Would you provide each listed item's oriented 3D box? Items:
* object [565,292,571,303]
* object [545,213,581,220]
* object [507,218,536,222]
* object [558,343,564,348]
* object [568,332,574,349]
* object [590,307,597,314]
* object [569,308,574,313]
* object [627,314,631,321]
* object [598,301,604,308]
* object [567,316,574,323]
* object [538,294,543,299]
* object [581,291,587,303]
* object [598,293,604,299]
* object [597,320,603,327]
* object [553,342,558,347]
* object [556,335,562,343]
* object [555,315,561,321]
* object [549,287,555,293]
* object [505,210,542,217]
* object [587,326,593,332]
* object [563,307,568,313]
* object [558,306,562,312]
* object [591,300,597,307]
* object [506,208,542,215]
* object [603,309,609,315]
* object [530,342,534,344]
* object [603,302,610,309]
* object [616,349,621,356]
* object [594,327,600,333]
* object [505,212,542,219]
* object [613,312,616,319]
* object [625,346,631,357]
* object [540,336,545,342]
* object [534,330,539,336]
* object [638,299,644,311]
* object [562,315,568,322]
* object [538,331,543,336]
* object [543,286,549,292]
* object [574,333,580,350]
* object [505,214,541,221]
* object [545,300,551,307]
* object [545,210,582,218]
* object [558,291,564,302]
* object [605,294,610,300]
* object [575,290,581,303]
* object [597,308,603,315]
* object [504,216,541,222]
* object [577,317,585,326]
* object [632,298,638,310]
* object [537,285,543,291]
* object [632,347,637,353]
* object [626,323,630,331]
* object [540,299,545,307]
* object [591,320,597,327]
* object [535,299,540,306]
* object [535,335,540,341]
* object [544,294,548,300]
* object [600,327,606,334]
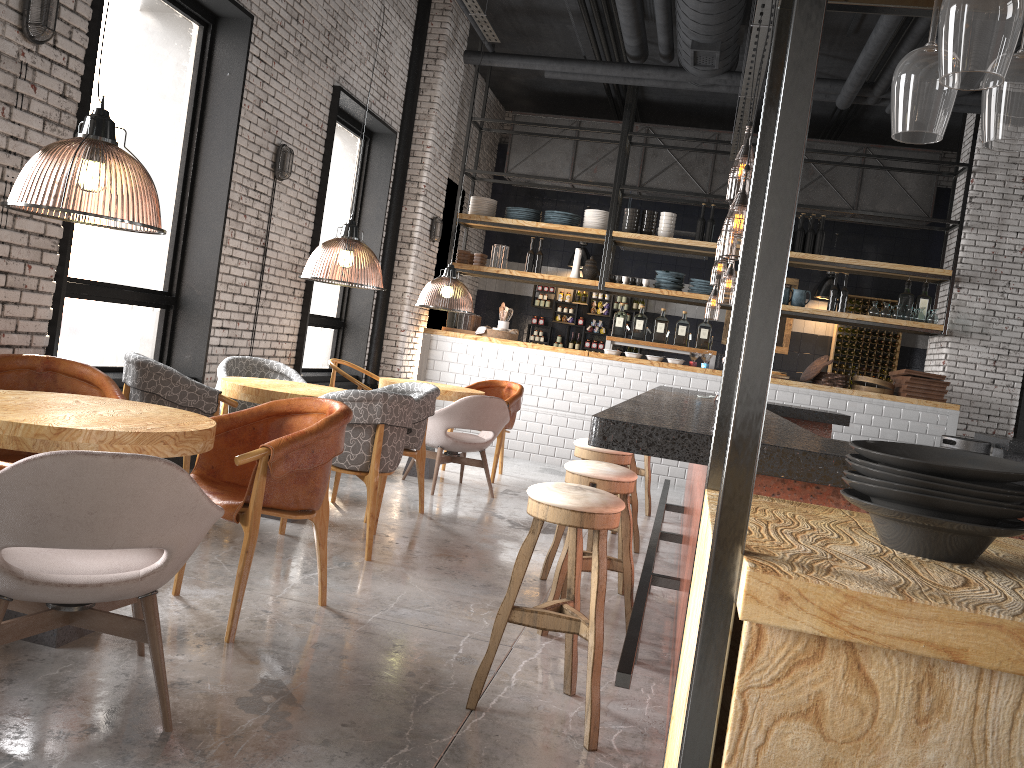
[{"bbox_3d":[0.868,-1.338,13.728,0.079,0.156,0.079,8,2,-4],"label":"object"},{"bbox_3d":[0.617,-2.020,10.755,0.454,0.050,0.454,8,3,-13],"label":"object"},{"bbox_3d":[0.126,-1.975,10.856,0.454,0.033,0.454,9,3,20],"label":"object"},{"bbox_3d":[0.758,-0.582,13.748,0.076,0.111,0.076,9,2,16],"label":"object"},{"bbox_3d":[0.928,-0.665,13.729,0.079,0.280,0.079,9,1,20],"label":"object"},{"bbox_3d":[1.258,-1.139,13.662,0.088,0.108,0.107,7,2,-28],"label":"object"},{"bbox_3d":[0.919,-1.133,13.716,0.071,0.083,0.071,8,2,1],"label":"object"},{"bbox_3d":[1.772,-1.016,13.543,0.076,0.111,0.076,8,2,-24],"label":"object"},{"bbox_3d":[1.372,-1.224,13.640,0.088,0.108,0.107,7,2,-28],"label":"object"},{"bbox_3d":[0.914,-0.999,13.731,0.092,0.108,0.105,9,2,23],"label":"object"},{"bbox_3d":[0.449,-1.362,13.812,0.071,0.083,0.071,8,2,1],"label":"object"},{"bbox_3d":[1.122,-1.385,13.696,0.079,0.280,0.079,8,1,-10],"label":"object"},{"bbox_3d":[1.377,-1.381,13.625,0.079,0.156,0.079,7,2,-44],"label":"object"},{"bbox_3d":[1.360,-0.925,13.654,0.090,0.101,0.111,8,2,-22],"label":"object"},{"bbox_3d":[0.678,-0.594,13.762,0.076,0.111,0.076,8,2,-14],"label":"object"},{"bbox_3d":[0.734,-0.698,13.755,0.076,0.111,0.076,8,2,6],"label":"object"},{"bbox_3d":[0.723,-1.031,13.769,0.092,0.112,0.100,8,2,-2],"label":"object"},{"bbox_3d":[0.625,-1.476,13.799,0.081,0.113,0.071,9,2,12],"label":"object"},{"bbox_3d":[0.139,-2.069,10.853,0.454,0.043,0.454,9,3,17],"label":"object"},{"bbox_3d":[1.194,-0.853,13.677,0.118,0.111,0.085,8,2,-20],"label":"object"},{"bbox_3d":[0.836,-1.146,13.733,0.071,0.083,0.071,8,2,1],"label":"object"},{"bbox_3d":[0.745,-1.160,13.751,0.071,0.083,0.071,10,2,36],"label":"object"},{"bbox_3d":[1.269,-1.242,13.659,0.092,0.112,0.100,8,2,-2],"label":"object"},{"bbox_3d":[0.142,-2.093,10.853,0.454,0.047,0.454,9,2,9],"label":"object"},{"bbox_3d":[1.446,-1.110,13.625,0.092,0.108,0.105,9,2,23],"label":"object"},{"bbox_3d":[0.288,-0.610,13.857,0.118,0.111,0.085,7,2,-30],"label":"object"},{"bbox_3d":[1.460,-1.210,13.622,0.092,0.108,0.105,9,2,23],"label":"object"},{"bbox_3d":[1.626,-0.463,13.592,0.100,0.139,0.088,9,2,12],"label":"object"},{"bbox_3d":[1.304,-0.832,13.664,0.090,0.101,0.111,8,2,-22],"label":"object"},{"bbox_3d":[0.137,-2.045,10.855,0.454,0.038,0.454,8,3,-12],"label":"object"},{"bbox_3d":[1.598,-1.043,13.578,0.076,0.111,0.076,10,2,36],"label":"object"},{"bbox_3d":[1.787,-0.533,13.553,0.079,0.280,0.079,9,2,30],"label":"object"},{"bbox_3d":[0.477,-0.700,13.802,0.071,0.083,0.071,10,2,36],"label":"object"},{"bbox_3d":[0.377,-0.799,13.828,0.071,0.083,0.071,10,2,36],"label":"object"},{"bbox_3d":[1.981,-1.252,13.521,0.079,0.280,0.079,8,1,5],"label":"object"},{"bbox_3d":[0.825,-1.013,13.749,0.088,0.108,0.107,7,2,-28],"label":"object"},{"bbox_3d":[0.450,-0.788,13.807,0.070,0.083,0.071,7,2,-39],"label":"object"},{"bbox_3d":[0.537,-1.489,13.817,0.081,0.113,0.071,9,2,12],"label":"object"},{"bbox_3d":[1.020,-0.651,13.710,0.079,0.280,0.079,8,1,-20],"label":"object"},{"bbox_3d":[0.132,-2.023,10.855,0.454,0.044,0.454,9,2,7],"label":"object"},{"bbox_3d":[0.560,-1.248,13.791,0.076,0.111,0.076,8,2,6],"label":"object"},{"bbox_3d":[0.620,-2.042,10.756,0.454,0.039,0.453,10,3,31],"label":"object"},{"bbox_3d":[0.763,-1.354,13.749,0.079,0.156,0.079,10,2,41],"label":"object"},{"bbox_3d":[1.469,-1.367,13.606,0.079,0.156,0.079,8,2,-4],"label":"object"},{"bbox_3d":[1.032,-1.399,13.715,0.079,0.280,0.079,9,1,15],"label":"object"},{"bbox_3d":[1.354,-1.126,13.642,0.092,0.112,0.100,8,2,-3],"label":"object"},{"bbox_3d":[0.129,-1.999,10.856,0.454,0.043,0.454,9,3,14],"label":"object"},{"bbox_3d":[1.068,-0.969,13.708,0.100,0.139,0.088,9,2,12],"label":"object"},{"bbox_3d":[1.889,-1.266,13.540,0.079,0.280,0.079,8,1,-15],"label":"object"},{"bbox_3d":[0.442,-1.504,13.836,0.081,0.113,0.071,9,2,12],"label":"object"},{"bbox_3d":[1.875,-0.519,13.538,0.079,0.280,0.079,9,1,15],"label":"object"},{"bbox_3d":[1.757,-0.872,13.566,0.081,0.113,0.071,9,2,11],"label":"object"},{"bbox_3d":[0.480,-1.260,13.806,0.076,0.111,0.076,9,2,31],"label":"object"},{"bbox_3d":[1.264,-0.941,13.673,0.090,0.101,0.111,8,2,-22],"label":"object"},{"bbox_3d":[0.400,-1.272,13.823,0.076,0.111,0.076,9,2,21],"label":"object"},{"bbox_3d":[0.397,-0.712,13.819,0.071,0.083,0.071,8,2,1],"label":"object"},{"bbox_3d":[0.529,-1.350,13.796,0.071,0.083,0.071,10,2,36],"label":"object"},{"bbox_3d":[1.402,-0.822,13.634,0.092,0.112,0.100,8,2,-3],"label":"object"}]
